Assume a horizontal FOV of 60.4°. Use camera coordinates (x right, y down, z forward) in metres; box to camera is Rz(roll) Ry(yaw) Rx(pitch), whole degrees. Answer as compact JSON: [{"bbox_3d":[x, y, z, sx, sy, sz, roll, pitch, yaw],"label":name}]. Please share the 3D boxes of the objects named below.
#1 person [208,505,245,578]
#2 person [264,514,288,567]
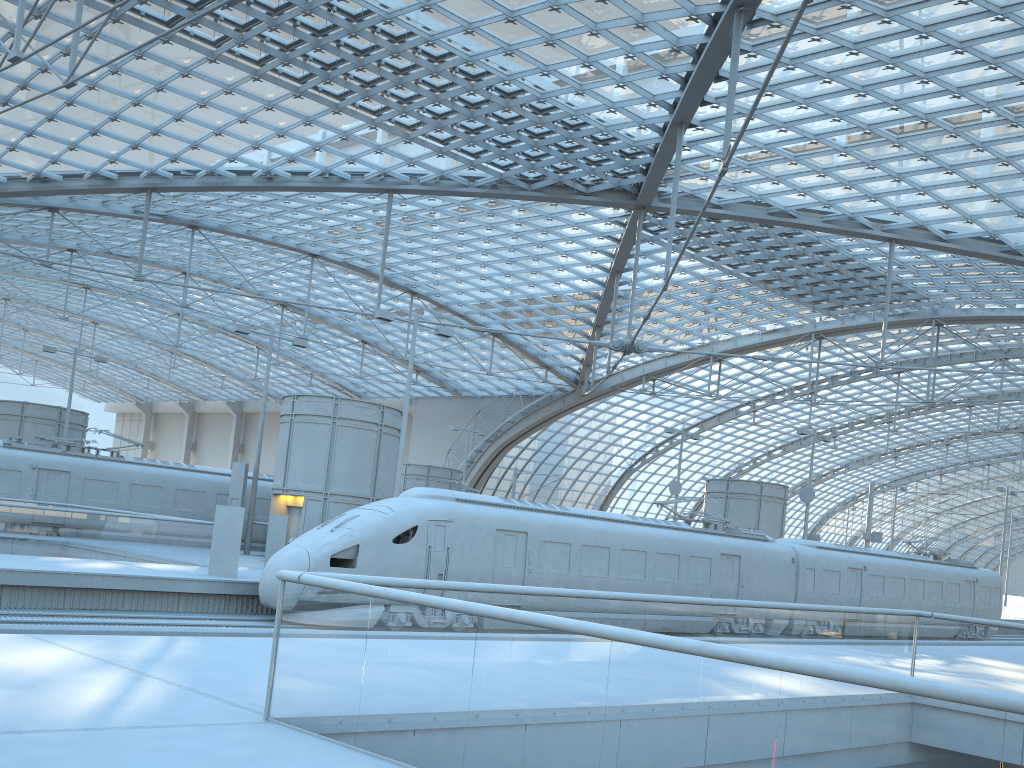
[{"bbox_3d":[-6.710,3.719,20.662,0.872,1.697,0.001,4,-3,24],"label":"person"},{"bbox_3d":[-6.762,4.544,25.197,0.707,1.604,0.001,4,-3,29],"label":"person"}]
